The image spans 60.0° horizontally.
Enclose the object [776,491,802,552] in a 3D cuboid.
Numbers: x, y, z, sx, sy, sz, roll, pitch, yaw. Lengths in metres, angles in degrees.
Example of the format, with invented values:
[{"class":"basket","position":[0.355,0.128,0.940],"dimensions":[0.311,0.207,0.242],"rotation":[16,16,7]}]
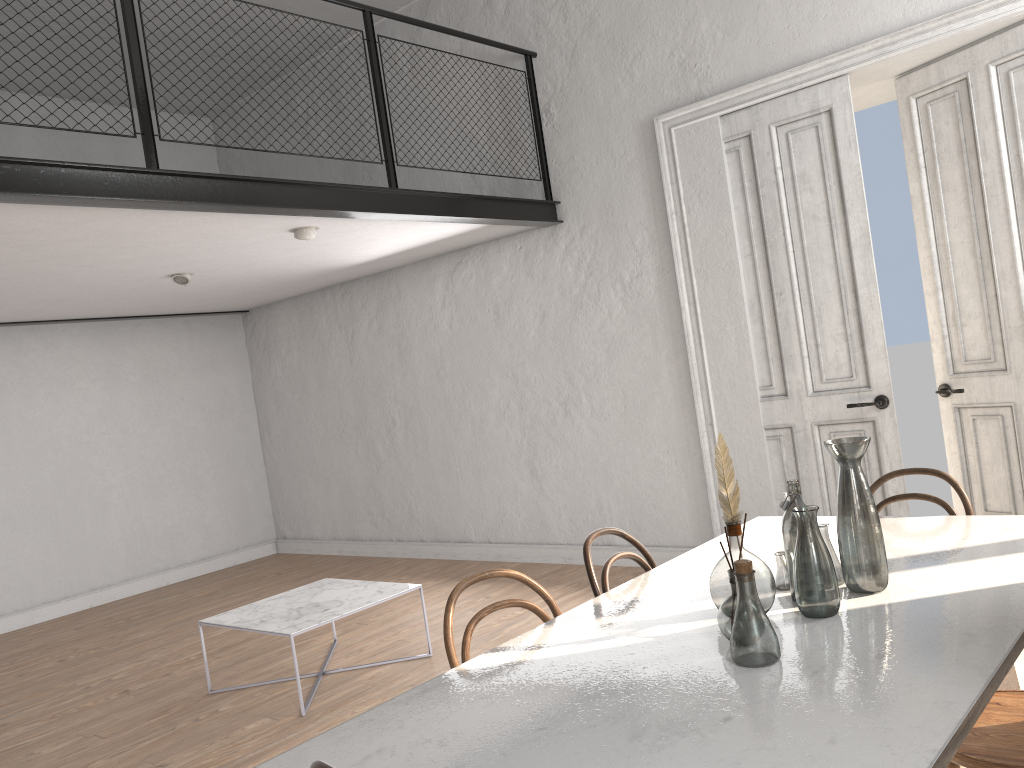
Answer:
[{"class":"object","position":[0.812,0.418,2.523],"dimensions":[0.132,0.219,0.132],"rotation":[-8,1,30]}]

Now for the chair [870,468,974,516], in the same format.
[{"class":"chair","position":[1.290,0.777,2.920],"dimensions":[0.549,0.921,0.438],"rotation":[-9,1,-41]}]

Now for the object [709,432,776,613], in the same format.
[{"class":"object","position":[0.541,0.348,2.164],"dimensions":[0.156,0.446,0.157],"rotation":[-9,1,-31]}]

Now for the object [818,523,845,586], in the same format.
[{"class":"object","position":[0.829,0.449,2.344],"dimensions":[0.083,0.158,0.083],"rotation":[-8,1,37]}]

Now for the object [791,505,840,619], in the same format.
[{"class":"object","position":[0.713,0.420,2.104],"dimensions":[0.100,0.255,0.098],"rotation":[-8,1,18]}]

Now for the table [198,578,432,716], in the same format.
[{"class":"table","position":[-1.051,1.367,4.763],"dimensions":[0.850,0.392,0.848],"rotation":[-8,1,41]}]

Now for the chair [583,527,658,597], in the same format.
[{"class":"chair","position":[0.554,0.890,2.689],"dimensions":[0.549,0.921,0.437],"rotation":[-8,1,37]}]

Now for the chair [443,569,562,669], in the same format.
[{"class":"chair","position":[0.148,0.955,2.272],"dimensions":[0.437,0.921,0.549],"rotation":[-9,1,-38]}]

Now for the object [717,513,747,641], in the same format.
[{"class":"object","position":[0.502,0.438,1.987],"dimensions":[0.107,0.283,0.106],"rotation":[-8,1,36]}]

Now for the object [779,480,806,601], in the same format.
[{"class":"object","position":[0.729,0.392,2.236],"dimensions":[0.086,0.301,0.086],"rotation":[-8,1,27]}]

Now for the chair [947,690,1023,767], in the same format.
[{"class":"chair","position":[1.252,0.793,2.066],"dimensions":[0.549,0.921,0.437],"rotation":[-8,1,39]}]

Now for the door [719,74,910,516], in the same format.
[{"class":"door","position":[1.676,-0.271,5.317],"dimensions":[1.097,2.815,0.216],"rotation":[-7,2,42]}]

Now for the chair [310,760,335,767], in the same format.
[{"class":"chair","position":[0.011,0.986,1.467],"dimensions":[0.549,0.921,0.438],"rotation":[-9,1,-36]}]

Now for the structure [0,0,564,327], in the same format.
[{"class":"structure","position":[-3.199,-1.207,5.361],"dimensions":[4.160,1.213,5.923],"rotation":[-8,1,41]}]

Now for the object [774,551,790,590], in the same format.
[{"class":"object","position":[0.723,0.496,2.361],"dimensions":[0.058,0.094,0.058],"rotation":[-9,1,-21]}]

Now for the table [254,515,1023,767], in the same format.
[{"class":"table","position":[0.685,0.946,2.171],"dimensions":[1.101,0.780,2.198],"rotation":[-8,1,41]}]

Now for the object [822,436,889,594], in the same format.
[{"class":"object","position":[0.870,0.330,2.236],"dimensions":[0.116,0.383,0.116],"rotation":[-9,1,-38]}]

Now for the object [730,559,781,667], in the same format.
[{"class":"object","position":[0.499,0.476,1.862],"dimensions":[0.101,0.212,0.101],"rotation":[-9,1,-10]}]

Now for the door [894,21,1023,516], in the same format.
[{"class":"door","position":[2.652,-0.408,4.679],"dimensions":[0.216,2.815,1.097],"rotation":[-9,1,-24]}]
